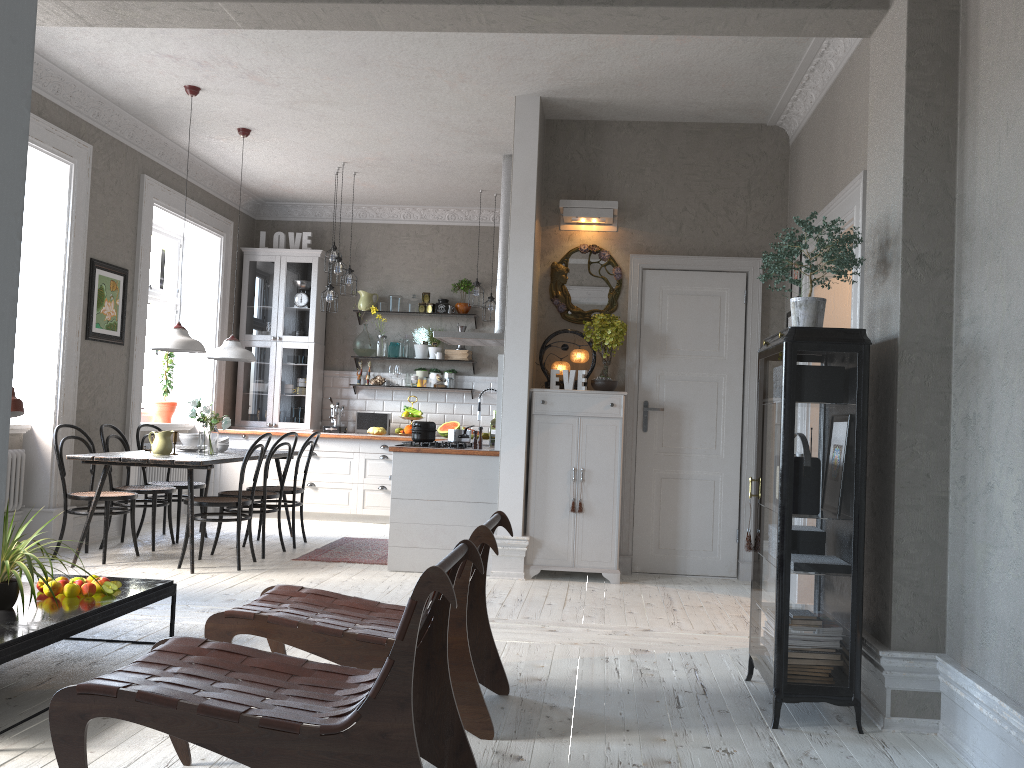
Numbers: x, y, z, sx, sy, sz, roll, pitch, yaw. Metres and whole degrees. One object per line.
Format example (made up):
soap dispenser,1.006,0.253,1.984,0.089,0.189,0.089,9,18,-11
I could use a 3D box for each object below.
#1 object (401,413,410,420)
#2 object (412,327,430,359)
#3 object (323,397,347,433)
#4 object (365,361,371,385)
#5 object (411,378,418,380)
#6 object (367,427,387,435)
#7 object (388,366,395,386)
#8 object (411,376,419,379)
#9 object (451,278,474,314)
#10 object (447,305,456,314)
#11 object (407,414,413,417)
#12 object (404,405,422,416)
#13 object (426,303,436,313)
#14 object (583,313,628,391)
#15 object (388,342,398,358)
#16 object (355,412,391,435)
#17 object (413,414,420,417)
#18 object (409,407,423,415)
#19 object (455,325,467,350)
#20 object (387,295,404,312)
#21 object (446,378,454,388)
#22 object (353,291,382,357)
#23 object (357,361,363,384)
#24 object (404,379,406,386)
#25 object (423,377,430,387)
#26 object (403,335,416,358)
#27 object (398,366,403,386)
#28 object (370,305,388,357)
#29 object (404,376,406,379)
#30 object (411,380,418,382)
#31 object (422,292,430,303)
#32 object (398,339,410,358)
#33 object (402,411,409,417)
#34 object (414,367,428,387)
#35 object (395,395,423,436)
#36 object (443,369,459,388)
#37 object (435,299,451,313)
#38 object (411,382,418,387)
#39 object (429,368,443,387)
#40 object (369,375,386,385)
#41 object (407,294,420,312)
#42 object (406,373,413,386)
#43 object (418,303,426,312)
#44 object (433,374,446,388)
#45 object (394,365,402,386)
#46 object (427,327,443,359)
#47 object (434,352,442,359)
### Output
object,-1.105,0.333,9.231,0.096,0.078,0.100,3,-2,-8
object,-0.949,-0.439,9.475,0.241,0.354,0.238,1,-2,22
object,-1.849,0.325,9.220,0.205,0.370,0.354,2,-2,5
object,-1.528,-0.117,9.463,0.052,0.264,0.063,0,-3,41
object,-1.027,-0.033,9.340,0.076,0.051,0.078,1,-2,23
object,-1.383,0.481,9.069,0.196,0.083,0.190,2,-2,5
object,-1.290,-0.087,9.463,0.082,0.217,0.081,3,-2,-9
object,-1.026,-0.058,9.341,0.078,0.051,0.076,3,-2,-9
object,-0.505,-0.928,9.413,0.256,0.397,0.245,1,-3,29
object,-0.638,-0.784,9.363,0.093,0.096,0.075,2,-2,5
object,-1.055,0.339,9.167,0.063,0.061,0.067,2,-2,5
object,-1.028,0.275,9.197,0.209,0.101,0.067,2,-2,10
object,-0.865,-0.800,9.426,0.082,0.113,0.083,2,-2,15
object,0.665,-0.220,6.213,0.291,0.553,0.347,1,-3,39
object,-1.261,-0.359,9.491,0.125,0.172,0.127,2,-2,8
object,-1.456,0.415,9.280,0.350,0.226,0.088,2,-2,4
object,-0.996,0.344,9.198,0.076,0.062,0.099,3,-2,-22
object,-0.994,0.290,9.263,0.178,0.096,0.089,1,-3,24
object,-0.536,-0.499,9.425,0.132,0.287,0.129,3,-2,-10
object,-1.248,-0.849,9.462,0.168,0.184,0.176,0,-3,44
object,-0.651,-0.011,9.345,0.078,0.108,0.077,2,-2,-2
object,-1.575,-0.629,9.421,0.340,0.674,0.332,4,-3,-27
object,-1.632,-0.121,9.486,0.054,0.264,0.060,3,-3,-24
object,-1.114,-0.013,9.463,0.076,0.083,0.079,1,-2,22
object,-0.907,-0.020,9.387,0.078,0.108,0.077,2,-2,-2
object,-1.107,-0.396,9.544,0.130,0.264,0.132,2,-2,10
object,-1.204,-0.084,9.453,0.082,0.217,0.081,3,-2,-9
object,-1.409,-0.556,9.364,0.192,0.540,0.280,3,-2,-3
object,-1.112,-0.046,9.465,0.076,0.083,0.079,1,-2,22
object,-1.028,-0.016,9.339,0.077,0.051,0.077,2,-2,-2
object,-0.915,-0.914,9.425,0.084,0.113,0.082,3,-2,-15
object,-1.147,-0.374,9.395,0.123,0.206,0.127,1,-3,27
object,-1.097,0.314,9.156,0.058,0.069,0.080,1,-2,24
object,-0.976,-0.075,9.465,0.158,0.217,0.154,3,-2,-16
object,-1.042,0.332,9.222,0.355,0.425,0.349,3,-2,-10
object,-0.655,-0.056,9.462,0.158,0.213,0.153,2,-2,2
object,-0.737,-0.823,9.469,0.141,0.174,0.142,2,-2,5
object,-1.028,0.002,9.338,0.077,0.051,0.077,2,-2,-2
object,-0.820,-0.064,9.464,0.170,0.214,0.150,1,-3,34
object,-1.431,-0.039,9.429,0.179,0.111,0.095,3,-2,-18
object,-1.059,-0.856,9.546,0.143,0.220,0.137,4,-3,-36
object,-1.090,-0.043,9.388,0.080,0.139,0.077,3,-2,-23
object,-0.952,-0.803,9.435,0.082,0.113,0.083,2,-2,5
object,-0.757,-0.031,9.370,0.120,0.147,0.099,4,-3,-28
object,-1.210,-0.087,9.364,0.082,0.217,0.081,3,-2,-9
object,-0.821,-0.448,9.416,0.188,0.380,0.166,4,-3,-34
object,-0.768,-0.295,9.342,0.104,0.071,0.064,1,-3,35
